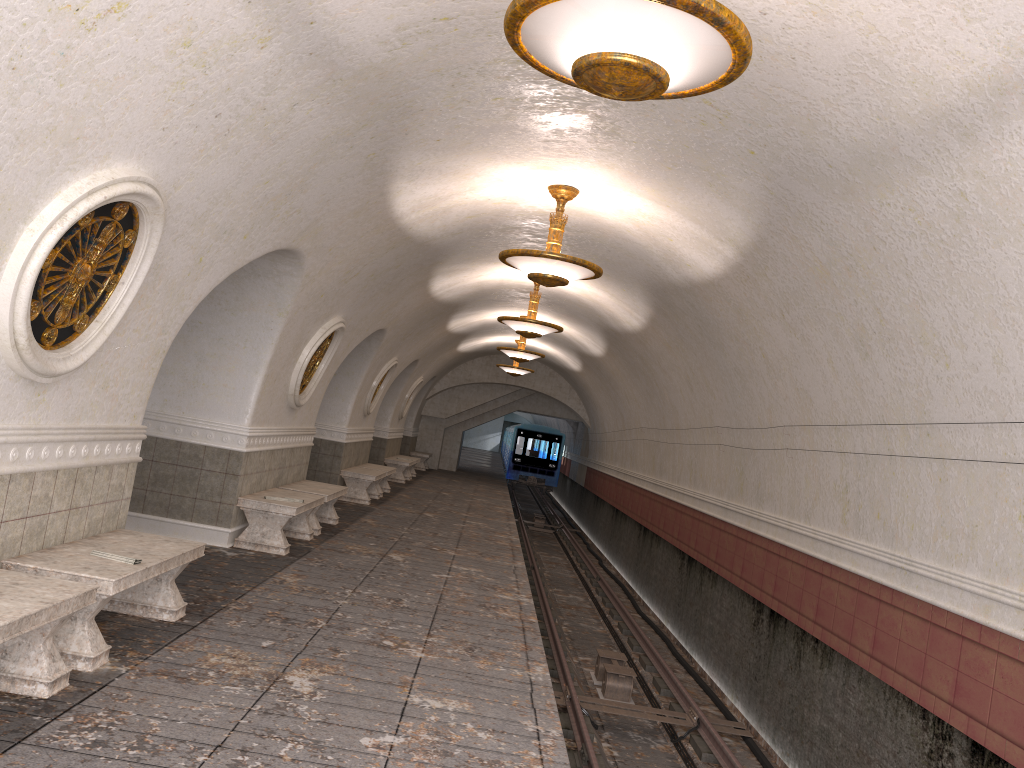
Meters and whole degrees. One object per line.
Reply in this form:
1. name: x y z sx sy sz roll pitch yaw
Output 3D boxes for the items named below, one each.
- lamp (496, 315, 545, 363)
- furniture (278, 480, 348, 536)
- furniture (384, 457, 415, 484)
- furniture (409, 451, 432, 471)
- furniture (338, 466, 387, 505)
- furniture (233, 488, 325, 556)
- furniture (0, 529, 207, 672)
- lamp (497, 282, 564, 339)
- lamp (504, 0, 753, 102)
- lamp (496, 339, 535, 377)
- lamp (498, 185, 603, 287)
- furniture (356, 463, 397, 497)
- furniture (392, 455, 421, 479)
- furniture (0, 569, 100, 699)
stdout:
1. lamp: 0.224 -0.901 18.125 1.008 0.955 1.008 9 -3 15
2. furniture: -2.577 1.577 11.425 0.613 0.508 1.509 10 -3 -1
3. furniture: -2.778 2.101 21.712 0.613 0.508 1.509 10 -3 -1
4. furniture: -2.901 2.422 28.005 0.613 0.508 1.509 10 -3 -1
5. furniture: -2.662 1.797 15.758 0.613 0.508 1.509 10 -3 -1
6. furniture: -2.545 1.491 9.746 0.613 0.508 1.509 10 -3 -1
7. furniture: -2.460 1.271 5.425 0.613 0.508 1.509 10 -3 -1
8. lamp: 0.319 -1.147 13.305 1.008 0.955 1.008 9 -3 15
9. lamp: 0.508 -1.640 3.627 1.008 0.955 1.008 11 -3 -17
10. lamp: 0.130 -0.655 22.948 1.008 0.955 1.008 7 -4 45
11. lamp: 0.413 -1.393 8.482 1.008 0.955 1.008 11 -3 -17
12. furniture: -2.695 1.883 17.437 0.613 0.508 1.509 10 -3 -1
13. furniture: -2.811 2.187 23.391 0.613 0.508 1.509 10 -3 -1
14. furniture: -2.427 1.185 3.746 0.613 0.508 1.509 10 -3 -1
